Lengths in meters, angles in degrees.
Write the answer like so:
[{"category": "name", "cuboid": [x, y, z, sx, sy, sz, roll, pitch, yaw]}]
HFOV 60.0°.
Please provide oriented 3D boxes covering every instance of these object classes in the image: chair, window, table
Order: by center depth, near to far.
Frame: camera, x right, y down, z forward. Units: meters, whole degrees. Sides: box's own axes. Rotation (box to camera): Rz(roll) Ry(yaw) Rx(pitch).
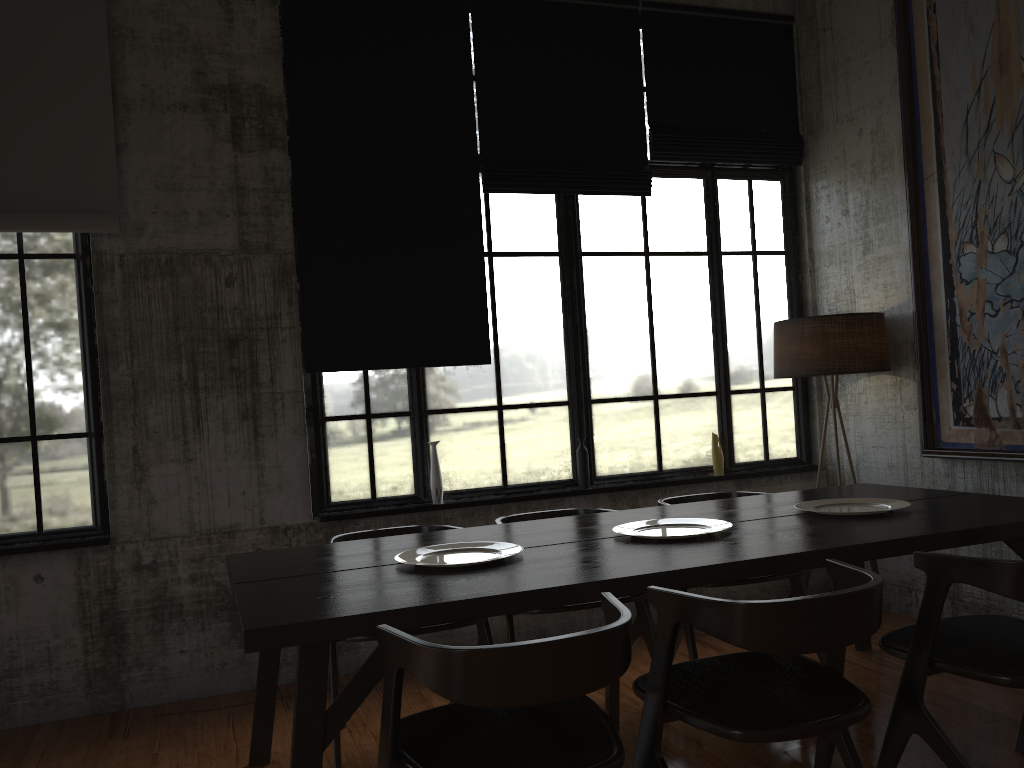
[{"category": "chair", "cuboid": [0.007, 1.192, 2.715, 0.878, 0.993, 0.770, -4, 0, -19]}, {"category": "chair", "cuboid": [0.854, 1.144, 3.017, 0.877, 0.993, 0.770, -4, 0, -20]}, {"category": "chair", "cuboid": [1.863, 1.086, 3.332, 0.877, 0.993, 0.770, -4, 0, -23]}, {"category": "table", "cuboid": [0.705, 1.168, 4.009, 3.700, 1.006, 1.640, -3, -1, -20]}, {"category": "window", "cuboid": [-4.437, -0.672, 4.444, 4.302, 3.436, 0.050, -3, 1, -20]}, {"category": "chair", "cuboid": [-0.533, 1.264, 4.467, 0.877, 0.993, 0.770, -4, 0, -20]}, {"category": "chair", "cuboid": [0.314, 1.216, 4.768, 0.878, 0.993, 0.770, -4, 0, -19]}, {"category": "chair", "cuboid": [1.268, 1.162, 5.117, 0.877, 0.993, 0.770, -4, 0, -20]}, {"category": "window", "cuboid": [0.427, -0.947, 6.177, 3.809, 3.436, 0.050, -4, 1, -20]}]

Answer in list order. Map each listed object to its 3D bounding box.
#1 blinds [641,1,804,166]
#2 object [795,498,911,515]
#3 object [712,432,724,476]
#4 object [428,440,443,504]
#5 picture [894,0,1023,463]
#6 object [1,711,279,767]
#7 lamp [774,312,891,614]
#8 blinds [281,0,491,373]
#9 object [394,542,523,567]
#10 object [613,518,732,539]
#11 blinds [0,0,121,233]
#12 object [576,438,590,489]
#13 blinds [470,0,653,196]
[{"category": "blinds", "cuboid": [1.563, -2.193, 6.492, 1.295, 1.142, 0.052, -4, 1, -20]}, {"category": "object", "cuboid": [1.644, 0.597, 4.290, 0.526, 0.024, 0.527, -3, -1, -9]}, {"category": "object", "cuboid": [1.493, 0.507, 6.443, 0.073, 0.318, 0.074, -3, 1, 33]}, {"category": "object", "cuboid": [-0.493, 0.574, 5.743, 0.082, 0.411, 0.082, -3, 1, 31]}, {"category": "picture", "cuboid": [2.852, -1.115, 4.929, 0.142, 3.121, 1.656, -4, 0, -20]}, {"category": "object", "cuboid": [4.718, 1.067, 2.589, 20.817, 0.657, 8.775, -3, -1, -20]}, {"category": "lamp", "cuboid": [2.212, 0.580, 6.035, 0.752, 2.057, 0.752, -4, 0, -8]}, {"category": "blinds", "cuboid": [-0.787, -1.362, 5.669, 1.214, 2.534, 0.034, -4, 1, -20]}, {"category": "object", "cuboid": [-0.216, 0.702, 3.627, 0.526, 0.024, 0.527, -3, -1, -9]}, {"category": "object", "cuboid": [0.714, 0.649, 3.959, 0.526, 0.024, 0.527, -3, -1, -9]}, {"category": "blinds", "cuboid": [-4.378, -1.623, 4.277, 4.463, 1.776, 0.137, -3, 0, -19]}, {"category": "object", "cuboid": [0.487, 0.549, 6.087, 0.080, 0.352, 0.080, -4, 1, 11]}, {"category": "blinds", "cuboid": [0.357, -1.997, 6.061, 1.254, 1.398, 0.052, -4, 1, -20]}]
